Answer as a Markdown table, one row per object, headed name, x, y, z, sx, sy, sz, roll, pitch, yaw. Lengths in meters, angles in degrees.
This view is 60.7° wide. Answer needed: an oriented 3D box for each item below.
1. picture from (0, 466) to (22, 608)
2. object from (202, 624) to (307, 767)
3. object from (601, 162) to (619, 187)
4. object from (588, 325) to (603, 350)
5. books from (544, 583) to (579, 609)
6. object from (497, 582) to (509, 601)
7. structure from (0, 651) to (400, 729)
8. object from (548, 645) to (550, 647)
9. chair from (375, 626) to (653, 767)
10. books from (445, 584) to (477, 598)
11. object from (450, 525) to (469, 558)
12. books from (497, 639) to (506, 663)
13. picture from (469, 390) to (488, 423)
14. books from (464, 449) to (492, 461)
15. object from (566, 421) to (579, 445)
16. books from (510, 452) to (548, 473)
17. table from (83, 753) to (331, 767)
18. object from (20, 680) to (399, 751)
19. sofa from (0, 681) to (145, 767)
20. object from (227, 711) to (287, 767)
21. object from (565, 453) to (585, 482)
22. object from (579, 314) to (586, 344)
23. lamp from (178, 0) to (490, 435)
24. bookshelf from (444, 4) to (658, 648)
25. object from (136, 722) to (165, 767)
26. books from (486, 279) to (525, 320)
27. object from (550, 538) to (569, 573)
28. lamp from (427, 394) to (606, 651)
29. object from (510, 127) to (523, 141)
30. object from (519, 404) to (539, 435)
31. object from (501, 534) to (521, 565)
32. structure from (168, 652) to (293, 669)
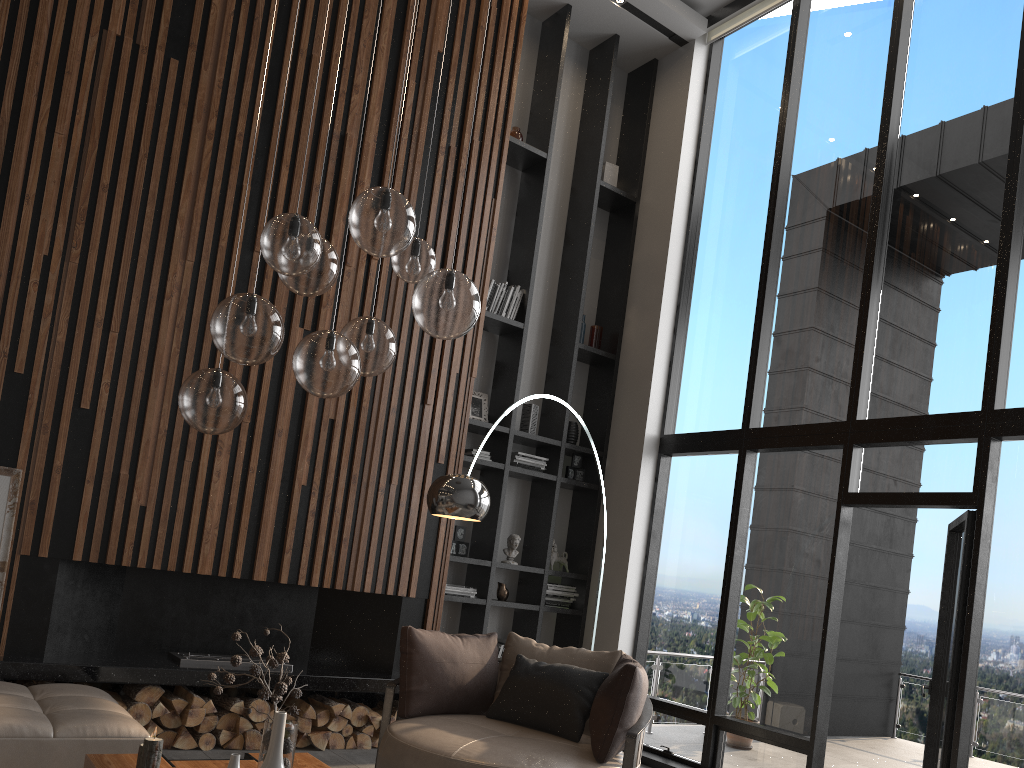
| name | x | y | z | sx | sy | sz | roll | pitch | yaw |
| --- | --- | --- | --- | --- | --- | --- | --- | --- | --- |
| picture | -2.938 | 0.853 | 4.378 | 0.740 | 0.985 | 0.101 | 12 | -5 | -35 |
| object | -0.916 | 1.167 | 3.160 | 0.539 | 0.595 | 0.324 | 4 | -6 | 26 |
| object | 0.811 | -1.717 | 7.385 | 0.136 | 0.257 | 0.083 | 10 | -5 | -25 |
| object | 0.696 | -0.365 | 7.332 | 0.102 | 0.227 | 0.103 | 4 | -6 | 40 |
| books | 0.330 | 1.725 | 7.165 | 0.379 | 0.188 | 0.218 | 15 | -11 | -34 |
| object | -0.072 | 1.638 | 6.907 | 0.100 | 0.140 | 0.104 | 7 | -6 | 3 |
| structure | -2.136 | 1.891 | 5.265 | 6.635 | 0.452 | 0.669 | 16 | -13 | -34 |
| object | 0.262 | 2.249 | 7.088 | 0.082 | 0.263 | 0.082 | 9 | -4 | -13 |
| chair | 0.024 | 1.853 | 4.774 | 1.448 | 0.886 | 1.506 | 9 | -10 | -8 |
| books | -0.442 | 1.552 | 6.594 | 0.328 | 0.077 | 0.219 | 16 | -14 | -34 |
| object | -0.408 | 1.194 | 6.640 | 0.191 | 0.232 | 0.059 | 13 | -6 | -36 |
| books | -0.063 | 2.155 | 6.899 | 0.338 | 0.283 | 0.174 | 14 | -8 | -34 |
| picture | -0.284 | 0.184 | 6.744 | 0.219 | 0.267 | 0.114 | 12 | -6 | -33 |
| books | -0.306 | 0.546 | 6.680 | 0.178 | 0.071 | 0.328 | 15 | -14 | -34 |
| object | 0.484 | 0.424 | 7.256 | 0.143 | 0.215 | 0.140 | 14 | -8 | -43 |
| books | 0.097 | 0.632 | 6.952 | 0.328 | 0.126 | 0.219 | 15 | -13 | -34 |
| table | -0.867 | 1.612 | 2.980 | 0.911 | 0.349 | 1.459 | 15 | -14 | -33 |
| object | -1.083 | 2.215 | 5.800 | 4.100 | 0.385 | 0.437 | 16 | -11 | -33 |
| sofa | -2.023 | 1.207 | 2.919 | 1.905 | 0.806 | 3.258 | 15 | -14 | -33 |
| object | -0.759 | 1.178 | 2.656 | 0.321 | 0.392 | 0.319 | 10 | -7 | -15 |
| object | 0.521 | 0.691 | 7.200 | 0.191 | 0.230 | 0.059 | 12 | -6 | -32 |
| object | 0.565 | -0.432 | 7.233 | 0.078 | 0.289 | 0.079 | 8 | -4 | 2 |
| lamp | -0.361 | -2.221 | 3.227 | 1.249 | 4.932 | 1.227 | 11 | -5 | -37 |
| bookshelf | 0.205 | -0.319 | 7.003 | 1.479 | 5.246 | 0.337 | 10 | -4 | -35 |
| object | -1.288 | 1.305 | 3.125 | 0.078 | 0.208 | 0.154 | 10 | -7 | -24 |
| books | -0.116 | -0.635 | 6.741 | 0.373 | 0.295 | 0.185 | 14 | -8 | -34 |
| object | 0.364 | 1.404 | 7.218 | 0.256 | 0.277 | 0.130 | 14 | -8 | -42 |
| lamp | 0.115 | 1.212 | 5.087 | 0.318 | 2.301 | 2.078 | 6 | -7 | 32 |
| object | 0.021 | -1.905 | 6.815 | 0.130 | 0.170 | 0.133 | 6 | -7 | 16 |
| object | 0.134 | 0.294 | 6.972 | 0.104 | 0.256 | 0.106 | 5 | -6 | 35 |
| object | -0.006 | 1.304 | 6.909 | 0.138 | 0.241 | 0.139 | 7 | -6 | 6 |
| structure | -1.792 | 1.779 | 5.580 | 0.722 | 0.101 | 0.300 | 16 | -14 | -34 |
